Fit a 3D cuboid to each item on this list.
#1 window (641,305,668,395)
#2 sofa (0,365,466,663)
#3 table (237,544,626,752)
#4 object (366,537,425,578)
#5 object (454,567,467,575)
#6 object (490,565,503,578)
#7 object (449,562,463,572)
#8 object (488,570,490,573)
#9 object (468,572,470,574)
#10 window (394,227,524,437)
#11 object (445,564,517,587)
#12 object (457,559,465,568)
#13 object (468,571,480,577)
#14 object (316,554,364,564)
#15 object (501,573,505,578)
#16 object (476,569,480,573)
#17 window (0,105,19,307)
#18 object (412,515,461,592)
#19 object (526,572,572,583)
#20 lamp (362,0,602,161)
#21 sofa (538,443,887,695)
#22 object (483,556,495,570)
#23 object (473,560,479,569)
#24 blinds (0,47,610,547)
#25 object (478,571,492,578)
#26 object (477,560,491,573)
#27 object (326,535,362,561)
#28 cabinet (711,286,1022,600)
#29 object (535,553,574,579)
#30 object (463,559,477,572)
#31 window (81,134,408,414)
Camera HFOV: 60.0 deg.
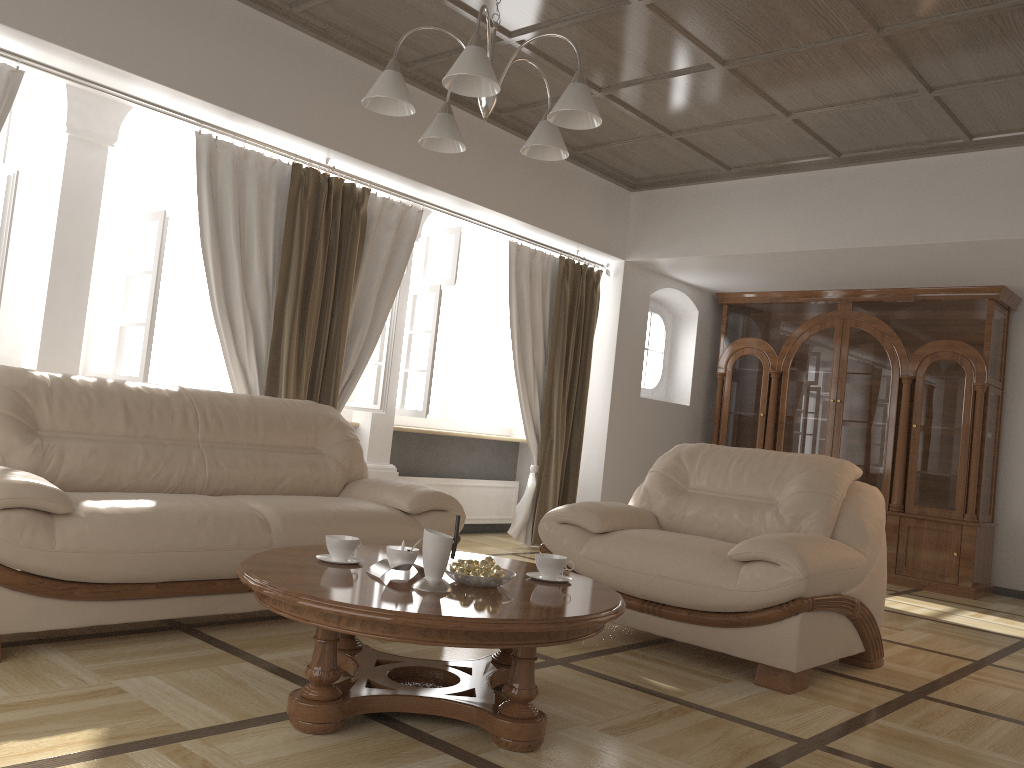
[{"bbox_3d":[1.184,-0.297,7.810,0.050,0.784,0.600,3,-4,42],"label":"window"},{"bbox_3d":[-1.274,0.467,3.673,1.051,0.900,2.135,3,-4,42],"label":"sofa"},{"bbox_3d":[-0.256,0.781,2.712,1.167,0.392,1.169,4,-4,37],"label":"table"},{"bbox_3d":[-0.328,0.506,2.658,0.178,0.133,0.104,8,-4,-33],"label":"object"},{"bbox_3d":[-0.150,0.560,2.609,0.037,0.040,0.041,8,-4,-35],"label":"object"},{"bbox_3d":[-0.045,0.548,2.581,0.038,0.042,0.038,9,-4,-40],"label":"object"},{"bbox_3d":[-0.168,0.556,2.680,0.041,0.038,0.039,6,-3,-5],"label":"object"},{"bbox_3d":[-0.072,0.578,2.670,0.040,0.039,0.039,4,-4,31],"label":"object"},{"bbox_3d":[-0.131,0.573,2.686,0.040,0.037,0.040,7,-3,-23],"label":"object"},{"bbox_3d":[-0.252,-0.362,6.885,0.782,1.500,1.653,3,-4,42],"label":"window"},{"bbox_3d":[-0.101,0.578,2.654,0.227,0.039,0.227,7,-3,-23],"label":"object"},{"bbox_3d":[-0.153,0.556,2.716,0.040,0.040,0.038,5,-3,21],"label":"object"},{"bbox_3d":[-0.111,0.570,2.609,0.039,0.040,0.038,4,-4,32],"label":"object"},{"bbox_3d":[-0.540,0.552,2.784,0.150,0.010,0.150,5,-3,27],"label":"object"},{"bbox_3d":[-0.040,0.569,2.613,0.038,0.041,0.041,5,-3,26],"label":"object"},{"bbox_3d":[-0.108,0.574,2.651,0.039,0.038,0.041,6,-3,-6],"label":"object"},{"bbox_3d":[-2.998,-0.820,3.776,0.781,1.500,1.600,3,-4,42],"label":"window"},{"bbox_3d":[-0.213,0.472,2.510,0.119,0.210,0.119,5,-3,19],"label":"object"},{"bbox_3d":[0.120,0.627,2.869,0.150,0.010,0.150,4,-4,31],"label":"object"},{"bbox_3d":[-0.009,-1.359,2.845,0.741,1.094,0.713,3,-4,42],"label":"lamp"},{"bbox_3d":[0.931,0.724,4.060,1.318,0.900,1.052,3,-4,42],"label":"sofa"},{"bbox_3d":[-0.071,0.544,2.693,0.038,0.044,0.038,9,-4,-42],"label":"object"},{"bbox_3d":[-0.117,0.561,2.731,0.039,0.039,0.041,6,-3,1],"label":"object"},{"bbox_3d":[-1.232,-0.170,4.936,0.285,2.294,5.765,3,-4,42],"label":"blinds"},{"bbox_3d":[-0.078,0.567,2.589,0.039,0.039,0.041,5,-3,19],"label":"object"},{"bbox_3d":[-0.083,0.539,2.616,0.037,0.041,0.040,8,-3,-25],"label":"object"},{"bbox_3d":[-0.536,0.518,2.790,0.105,0.071,0.114,6,-3,2],"label":"object"},{"bbox_3d":[2.789,0.396,7.431,2.360,2.298,0.587,3,-4,42],"label":"cabinet"},{"bbox_3d":[0.126,0.593,2.866,0.105,0.071,0.114,8,-4,-33],"label":"object"},{"bbox_3d":[-0.125,0.540,2.634,0.038,0.039,0.040,5,-3,26],"label":"object"},{"bbox_3d":[-1.570,-0.581,5.411,0.784,1.500,1.759,4,-4,41],"label":"window"}]
